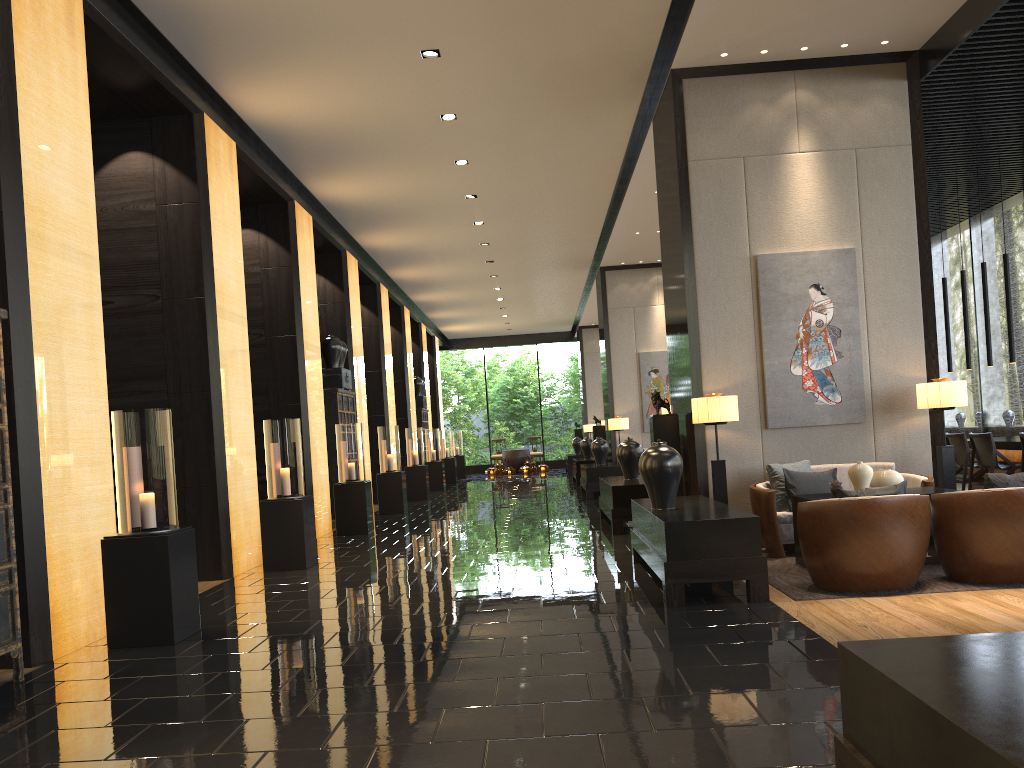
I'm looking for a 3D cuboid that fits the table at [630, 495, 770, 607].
[{"bbox_3d":[1.257,1.131,6.320,0.620,0.512,1.962,-4,-3,2],"label":"table"}]

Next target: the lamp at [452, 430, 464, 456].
[{"bbox_3d":[-1.607,1.728,25.938,0.336,0.729,0.337,-4,-1,-11],"label":"lamp"}]

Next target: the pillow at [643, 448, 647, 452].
[{"bbox_3d":[2.605,1.361,16.226,0.432,0.399,0.201,-3,-1,-20],"label":"pillow"}]

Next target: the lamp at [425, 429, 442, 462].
[{"bbox_3d":[-1.786,1.385,20.067,0.337,0.729,0.337,-4,-1,3],"label":"lamp"}]

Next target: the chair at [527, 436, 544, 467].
[{"bbox_3d":[0.720,2.180,27.653,0.520,1.076,0.536,-4,-1,2],"label":"chair"}]

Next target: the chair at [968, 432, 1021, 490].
[{"bbox_3d":[5.206,0.917,9.422,0.563,0.827,0.526,-4,-1,2],"label":"chair"}]

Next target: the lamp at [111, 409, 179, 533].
[{"bbox_3d":[-2.233,0.525,5.390,0.336,0.729,0.337,-3,-1,-25],"label":"lamp"}]

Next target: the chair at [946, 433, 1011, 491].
[{"bbox_3d":[5.224,0.951,9.997,0.563,0.827,0.526,-4,-1,2],"label":"chair"}]

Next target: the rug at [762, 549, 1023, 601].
[{"bbox_3d":[2.715,1.304,6.415,1.958,0.008,2.244,-4,-3,2],"label":"rug"}]

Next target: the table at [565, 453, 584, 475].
[{"bbox_3d":[1.803,2.181,24.255,0.620,0.512,1.962,-4,-3,2],"label":"table"}]

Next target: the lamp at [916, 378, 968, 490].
[{"bbox_3d":[3.580,0.630,7.303,0.375,1.350,0.374,-4,0,31],"label":"lamp"}]

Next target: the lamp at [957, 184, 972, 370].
[{"bbox_3d":[5.728,-1.387,11.244,0.060,2.420,0.060,-4,0,-3],"label":"lamp"}]

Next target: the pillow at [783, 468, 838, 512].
[{"bbox_3d":[2.432,0.846,7.198,0.471,0.361,0.219,-4,-1,-2],"label":"pillow"}]

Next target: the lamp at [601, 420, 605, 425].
[{"bbox_3d":[2.049,1.381,18.090,0.375,1.350,0.374,-4,0,20],"label":"lamp"}]

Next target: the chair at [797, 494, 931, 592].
[{"bbox_3d":[2.235,0.984,5.543,0.804,0.604,0.606,-4,-2,2],"label":"chair"}]

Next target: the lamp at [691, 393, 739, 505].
[{"bbox_3d":[1.722,0.754,7.360,0.374,1.347,0.375,-3,0,-37],"label":"lamp"}]

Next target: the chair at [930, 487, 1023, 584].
[{"bbox_3d":[3.088,0.928,5.517,0.804,0.604,0.606,-4,-2,2],"label":"chair"}]

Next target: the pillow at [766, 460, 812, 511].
[{"bbox_3d":[2.334,0.842,7.356,0.432,0.399,0.201,-3,-1,-20],"label":"pillow"}]

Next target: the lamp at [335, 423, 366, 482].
[{"bbox_3d":[-2.054,0.869,11.261,0.337,0.729,0.337,-4,-1,7],"label":"lamp"}]

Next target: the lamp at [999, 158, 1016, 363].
[{"bbox_3d":[5.697,-1.447,10.211,0.060,2.420,0.060,-4,0,-3],"label":"lamp"}]

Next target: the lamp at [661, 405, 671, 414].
[{"bbox_3d":[1.778,0.874,9.167,0.374,1.319,0.375,-3,0,-44],"label":"lamp"}]

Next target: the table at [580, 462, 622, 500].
[{"bbox_3d":[1.530,1.655,15.275,0.620,0.512,1.962,-4,-3,2],"label":"table"}]

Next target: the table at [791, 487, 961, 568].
[{"bbox_3d":[2.648,1.051,6.420,1.042,0.517,0.576,-4,-2,2],"label":"table"}]

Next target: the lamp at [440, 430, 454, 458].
[{"bbox_3d":[-1.697,1.557,23.002,0.337,0.729,0.337,-4,-1,3],"label":"lamp"}]

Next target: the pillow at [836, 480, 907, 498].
[{"bbox_3d":[2.214,0.765,5.424,0.442,0.338,0.205,-4,-1,9],"label":"pillow"}]

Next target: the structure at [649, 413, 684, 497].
[{"bbox_3d":[1.452,0.891,8.261,0.240,1.217,0.240,-4,0,2],"label":"structure"}]

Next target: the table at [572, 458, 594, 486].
[{"bbox_3d":[1.648,1.882,19.141,0.620,0.512,1.962,-4,-3,2],"label":"table"}]

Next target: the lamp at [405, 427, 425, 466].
[{"bbox_3d":[-1.875,1.213,17.132,0.337,0.729,0.337,-4,-1,3],"label":"lamp"}]

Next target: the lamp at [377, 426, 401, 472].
[{"bbox_3d":[-1.965,1.041,14.196,0.337,0.729,0.337,-4,-1,3],"label":"lamp"}]

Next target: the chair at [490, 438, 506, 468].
[{"bbox_3d":[-0.405,2.255,27.688,0.520,1.076,0.536,-4,-1,2],"label":"chair"}]

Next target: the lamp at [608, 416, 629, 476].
[{"bbox_3d":[1.994,1.275,16.283,0.375,1.350,0.374,-4,0,20],"label":"lamp"}]

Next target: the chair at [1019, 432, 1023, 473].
[{"bbox_3d":[5.175,0.858,8.409,0.563,0.827,0.526,-4,-1,2],"label":"chair"}]

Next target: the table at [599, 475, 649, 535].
[{"bbox_3d":[1.375,1.357,10.185,0.620,0.512,1.962,-4,-3,2],"label":"table"}]

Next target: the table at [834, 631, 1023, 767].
[{"bbox_3d":[1.104,0.836,1.277,0.620,0.512,1.962,-4,-3,2],"label":"table"}]

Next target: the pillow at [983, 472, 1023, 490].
[{"bbox_3d":[3.070,0.705,5.400,0.399,0.362,0.222,-4,-1,2],"label":"pillow"}]

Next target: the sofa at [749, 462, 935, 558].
[{"bbox_3d":[2.677,1.014,7.247,1.449,0.693,0.603,-4,-2,2],"label":"sofa"}]

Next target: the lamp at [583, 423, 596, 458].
[{"bbox_3d":[2.268,1.802,25.272,0.375,1.350,0.374,-4,0,31],"label":"lamp"}]

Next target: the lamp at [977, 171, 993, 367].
[{"bbox_3d":[5.712,-1.417,10.719,0.060,2.420,0.060,-4,0,-3],"label":"lamp"}]

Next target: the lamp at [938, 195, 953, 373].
[{"bbox_3d":[5.744,-1.356,11.758,0.060,2.420,0.060,-4,0,-3],"label":"lamp"}]

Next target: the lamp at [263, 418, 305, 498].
[{"bbox_3d":[-2.144,0.697,8.326,0.336,0.729,0.337,-3,-1,-25],"label":"lamp"}]
